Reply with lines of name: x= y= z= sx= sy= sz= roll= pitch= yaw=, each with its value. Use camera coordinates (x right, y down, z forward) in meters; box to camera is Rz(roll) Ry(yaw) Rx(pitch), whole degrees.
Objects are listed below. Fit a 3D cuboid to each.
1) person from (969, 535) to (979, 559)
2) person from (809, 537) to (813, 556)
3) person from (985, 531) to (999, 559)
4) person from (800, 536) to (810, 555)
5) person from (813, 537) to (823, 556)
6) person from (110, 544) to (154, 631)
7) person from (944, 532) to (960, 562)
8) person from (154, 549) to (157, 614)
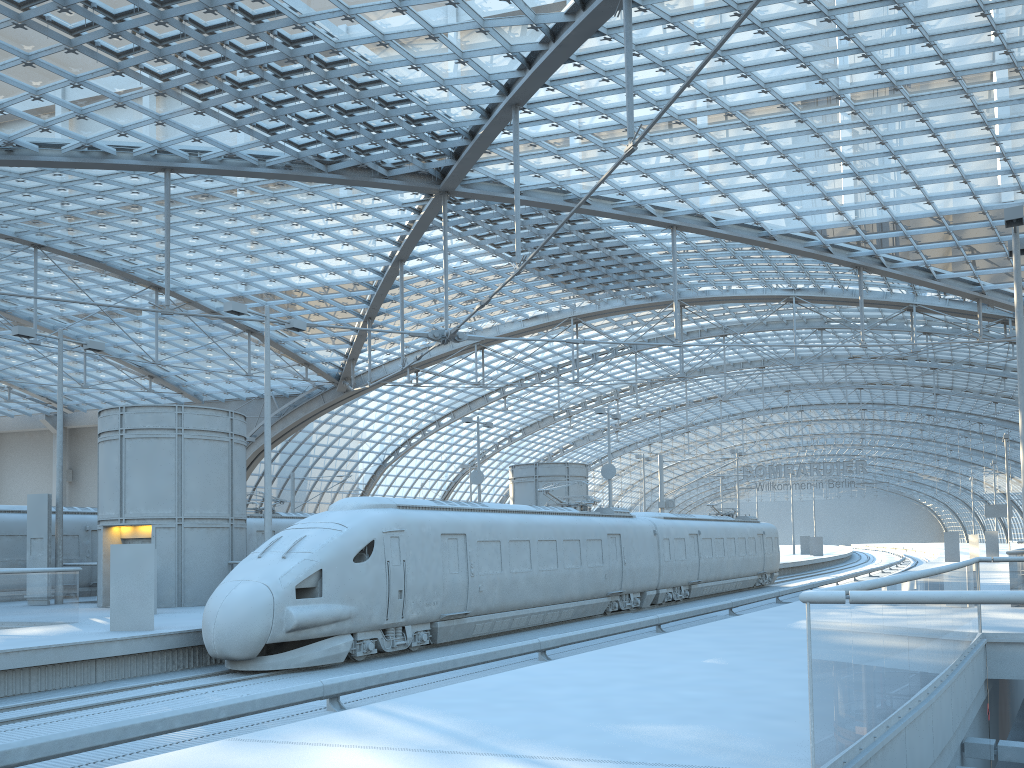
person: x=29.237 y=10.337 z=55.581 sx=0.001 sy=1.602 sz=0.814 roll=0 pitch=-4 yaw=-15
person: x=27.024 y=14.487 z=78.408 sx=0.878 sy=1.695 sz=0.001 roll=-4 pitch=-4 yaw=30
person: x=26.754 y=9.101 z=49.040 sx=0.068 sy=1.797 sz=0.788 roll=0 pitch=-4 yaw=-28
person: x=27.601 y=15.239 z=82.944 sx=0.902 sy=1.788 sz=0.001 roll=-3 pitch=-3 yaw=25
person: x=26.080 y=13.872 z=74.854 sx=0.830 sy=1.722 sz=0.001 roll=-4 pitch=-4 yaw=30
person: x=-7.264 y=3.919 z=16.842 sx=0.875 sy=1.695 sz=0.001 roll=-1 pitch=-3 yaw=4
person: x=25.779 y=9.554 z=51.406 sx=0.001 sy=1.788 sz=0.907 roll=1 pitch=-5 yaw=-35
person: x=-8.839 y=4.768 z=21.091 sx=0.711 sy=1.602 sz=0.001 roll=-2 pitch=-3 yaw=9
